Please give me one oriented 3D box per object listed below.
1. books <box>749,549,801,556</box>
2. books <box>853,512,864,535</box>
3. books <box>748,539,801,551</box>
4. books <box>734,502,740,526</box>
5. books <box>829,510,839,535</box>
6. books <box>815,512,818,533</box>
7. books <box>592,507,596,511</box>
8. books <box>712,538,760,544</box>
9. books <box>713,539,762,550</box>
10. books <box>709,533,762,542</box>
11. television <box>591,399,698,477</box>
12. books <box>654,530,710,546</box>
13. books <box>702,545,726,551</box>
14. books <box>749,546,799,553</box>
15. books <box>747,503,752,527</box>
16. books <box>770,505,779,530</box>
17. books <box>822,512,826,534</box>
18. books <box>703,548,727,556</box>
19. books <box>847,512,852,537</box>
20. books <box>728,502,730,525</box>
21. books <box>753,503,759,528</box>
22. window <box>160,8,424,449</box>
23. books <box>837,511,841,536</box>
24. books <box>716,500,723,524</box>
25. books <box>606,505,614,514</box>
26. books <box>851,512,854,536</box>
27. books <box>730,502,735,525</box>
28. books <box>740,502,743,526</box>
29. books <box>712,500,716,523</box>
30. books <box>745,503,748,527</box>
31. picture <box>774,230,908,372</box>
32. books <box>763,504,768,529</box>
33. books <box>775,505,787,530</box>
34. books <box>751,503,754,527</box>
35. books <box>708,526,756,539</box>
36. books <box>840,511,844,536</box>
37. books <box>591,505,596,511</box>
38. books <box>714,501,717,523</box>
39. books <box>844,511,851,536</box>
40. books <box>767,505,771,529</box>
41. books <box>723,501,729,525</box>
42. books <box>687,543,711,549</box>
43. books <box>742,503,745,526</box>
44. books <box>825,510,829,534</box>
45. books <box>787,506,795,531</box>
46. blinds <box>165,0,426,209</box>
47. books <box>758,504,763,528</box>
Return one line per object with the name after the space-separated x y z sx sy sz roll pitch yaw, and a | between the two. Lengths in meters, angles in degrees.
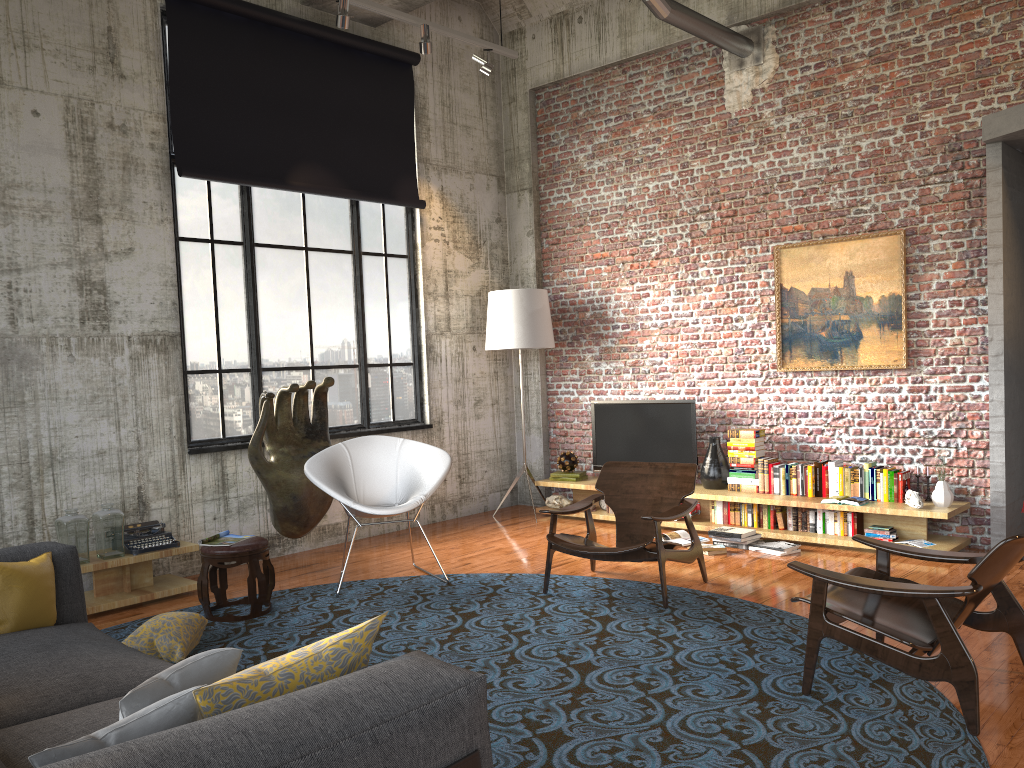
2.033 1.282 6.863 0.231 0.017 0.313 -3 2 -33 | books
2.695 1.087 6.893 0.026 0.191 0.138 0 4 42 | books
2.036 1.249 6.870 0.250 0.014 0.311 -4 2 -41 | books
1.955 1.093 7.558 0.049 0.214 0.148 0 4 42 | books
2.556 1.093 7.022 0.043 0.186 0.129 0 4 42 | books
2.465 1.103 7.109 0.020 0.169 0.121 0 4 42 | books
0.712 1.221 8.619 0.211 0.020 0.162 -2 1 10 | books
1.804 1.241 7.129 0.299 0.028 0.236 -1 2 40 | books
1.818 1.274 7.130 0.320 0.040 0.236 -1 2 44 | books
1.787 1.214 7.095 0.262 0.028 0.320 -3 2 -38 | books
1.232 0.543 8.277 1.090 0.794 0.285 -1 3 29 | television
1.379 1.270 7.359 0.300 0.049 0.422 -3 2 -33 | books
1.553 1.270 6.890 0.189 0.022 0.133 -2 1 3 | books
2.029 1.265 6.867 0.307 0.017 0.231 -1 2 41 | books
2.039 1.098 7.486 0.032 0.201 0.145 0 4 42 | books
2.187 1.086 7.333 0.030 0.220 0.158 0 4 42 | books
2.511 1.102 7.069 0.020 0.169 0.121 0 4 42 | books
1.558 1.296 6.889 0.182 0.030 0.128 -3 2 -25 | books
2.666 1.093 6.932 0.034 0.181 0.131 0 4 42 | books
1.901 1.105 7.611 0.023 0.194 0.139 0 4 42 | books
2.079 1.088 7.439 0.030 0.220 0.158 0 4 42 | books
-1.791 -1.218 7.720 0.050 3.441 2.575 1 4 42 | window
2.603 1.089 6.981 0.026 0.191 0.138 0 4 42 | books
1.837 1.079 7.672 0.057 0.247 0.171 0 4 42 | books
1.023 1.116 8.372 0.232 0.218 0.173 0 3 43 | books
2.681 1.088 6.909 0.019 0.189 0.120 0 4 42 | books
1.920 1.097 7.586 0.039 0.208 0.151 0 4 42 | books
1.983 1.091 7.534 0.022 0.217 0.138 0 4 42 | books
1.782 1.095 7.707 0.022 0.217 0.138 0 4 42 | books
2.014 1.102 7.500 0.023 0.194 0.139 0 4 42 | books
2.645 -0.646 7.197 1.064 1.066 0.040 0 4 42 | picture
2.143 1.093 7.379 0.039 0.208 0.151 0 4 42 | books
2.233 1.069 7.302 0.088 0.256 0.152 0 4 42 | books
2.070 1.088 7.473 0.030 0.220 0.158 0 4 42 | books
1.760 1.186 7.082 0.296 0.035 0.236 -1 2 44 | books
2.620 1.089 6.962 0.026 0.191 0.138 0 4 42 | books
0.713 1.201 8.609 0.166 0.021 0.210 -2 1 17 | books
1.802 1.107 7.695 0.023 0.194 0.139 0 4 42 | books
2.640 1.088 6.947 0.026 0.191 0.138 0 4 42 | books
2.172 1.086 7.360 0.030 0.220 0.158 0 4 42 | books
1.874 1.076 7.633 0.046 0.252 0.152 0 4 42 | books
1.506 1.303 7.095 0.133 0.012 0.189 -1 2 40 | books
1.995 1.103 7.514 0.023 0.194 0.139 0 4 42 | books
2.539 1.095 7.061 0.034 0.181 0.131 0 4 42 | books
2.309 1.083 7.262 0.049 0.215 0.149 0 4 42 | books
-1.712 -2.343 7.537 0.150 1.466 2.440 1 3 43 | blinds
2.122 1.084 7.425 0.052 0.226 0.156 0 4 42 | books
